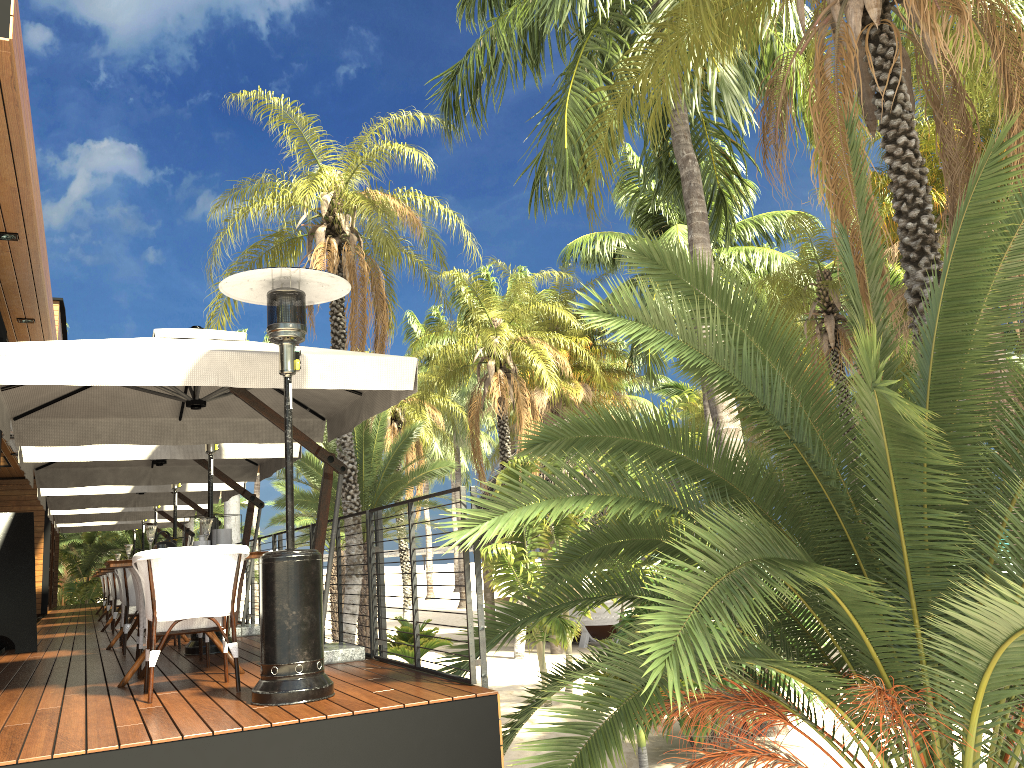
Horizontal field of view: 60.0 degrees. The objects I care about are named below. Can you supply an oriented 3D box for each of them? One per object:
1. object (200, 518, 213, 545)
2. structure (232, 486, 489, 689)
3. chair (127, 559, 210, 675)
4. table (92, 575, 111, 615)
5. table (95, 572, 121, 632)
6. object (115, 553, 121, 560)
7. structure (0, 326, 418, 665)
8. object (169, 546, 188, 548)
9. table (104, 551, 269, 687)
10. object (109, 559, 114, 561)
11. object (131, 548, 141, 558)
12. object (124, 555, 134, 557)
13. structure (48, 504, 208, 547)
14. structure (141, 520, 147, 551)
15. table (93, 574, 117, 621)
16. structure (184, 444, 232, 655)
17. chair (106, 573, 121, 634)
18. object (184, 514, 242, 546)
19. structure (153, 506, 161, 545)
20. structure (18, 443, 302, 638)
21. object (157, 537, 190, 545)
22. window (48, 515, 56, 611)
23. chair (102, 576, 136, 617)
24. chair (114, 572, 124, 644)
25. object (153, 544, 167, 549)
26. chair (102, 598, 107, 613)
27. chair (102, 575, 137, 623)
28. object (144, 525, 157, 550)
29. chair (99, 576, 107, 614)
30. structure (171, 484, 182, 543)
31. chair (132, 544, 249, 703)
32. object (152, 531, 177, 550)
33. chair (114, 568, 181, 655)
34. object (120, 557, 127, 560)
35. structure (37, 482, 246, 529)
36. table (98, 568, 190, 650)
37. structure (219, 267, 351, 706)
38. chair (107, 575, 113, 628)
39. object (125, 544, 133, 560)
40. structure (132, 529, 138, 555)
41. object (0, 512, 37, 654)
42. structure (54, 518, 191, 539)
[{"bbox_3d":[-1.946,0.975,5.649,0.082,0.228,0.082,1,-13,-24],"label":"object"},{"bbox_3d":[-5.786,3.677,16.064,0.163,1.157,26.175,2,-12,-25],"label":"structure"},{"bbox_3d":[-2.455,1.636,6.400,0.627,0.791,0.614,1,-12,-24],"label":"chair"},{"bbox_3d":[-7.863,4.162,17.643,0.931,0.752,0.928,1,-12,-25],"label":"table"},{"bbox_3d":[-4.989,2.830,11.673,0.931,0.752,0.928,1,-12,-25],"label":"table"},{"bbox_3d":[-5.296,2.394,11.909,0.082,0.228,0.082,5,-14,-36],"label":"object"},{"bbox_3d":[-2.129,0.743,5.963,2.413,2.341,2.405,1,-12,-25],"label":"structure"},{"bbox_3d":[-2.107,1.063,5.600,0.116,0.065,0.115,0,-12,-21],"label":"object"},{"bbox_3d":[-2.118,1.501,5.711,0.931,0.752,0.928,1,-12,-25],"label":"table"},{"bbox_3d":[-6.723,3.056,14.875,0.082,0.228,0.082,1,-13,-24],"label":"object"},{"bbox_3d":[-3.700,1.715,8.766,0.168,0.179,0.162,2,-13,-27],"label":"object"},{"bbox_3d":[-6.293,3.004,14.844,0.263,0.265,0.263,-8,-12,19],"label":"object"},{"bbox_3d":[-6.423,2.732,14.882,2.413,2.341,2.405,1,-12,-25],"label":"structure"},{"bbox_3d":[-6.831,3.115,16.405,0.699,2.200,0.697,5,-15,-37],"label":"structure"},{"bbox_3d":[-6.424,3.495,14.654,0.931,0.752,0.928,1,-12,-25],"label":"table"},{"bbox_3d":[-2.564,1.138,7.541,0.699,2.200,0.697,5,-15,-37],"label":"structure"},{"bbox_3d":[-4.695,2.663,10.996,0.627,0.791,0.614,1,-12,-24],"label":"chair"},{"bbox_3d":[-1.987,1.010,5.900,0.263,0.265,0.263,-8,-12,19],"label":"object"},{"bbox_3d":[-5.416,2.459,13.465,0.699,2.200,0.697,5,-15,-37],"label":"structure"},{"bbox_3d":[-3.560,1.406,8.936,2.413,2.341,2.405,1,-12,-25],"label":"structure"},{"bbox_3d":[-3.433,1.679,8.902,0.263,0.265,0.263,-8,-12,19],"label":"object"},{"bbox_3d":[-15.508,-3.788,19.374,38.330,18.031,14.468,-13,-15,40],"label":"window"},{"bbox_3d":[-6.779,3.639,15.381,0.627,0.791,0.614,1,-12,-24],"label":"chair"},{"bbox_3d":[-3.877,2.295,9.354,0.627,0.791,0.614,1,-12,-24],"label":"chair"},{"bbox_3d":[-2.201,1.047,5.540,0.086,0.086,0.086,0,-12,-21],"label":"object"},{"bbox_3d":[-8.227,4.310,18.389,0.627,0.791,0.614,1,-12,-24],"label":"chair"},{"bbox_3d":[-6.143,3.334,14.004,0.627,0.791,0.614,1,-12,-24],"label":"chair"},{"bbox_3d":[-2.418,1.061,5.931,0.082,0.228,0.082,1,-13,-24],"label":"object"},{"bbox_3d":[-7.591,4.004,17.011,0.627,0.791,0.614,1,-12,-24],"label":"chair"},{"bbox_3d":[-4.004,1.805,10.533,0.699,2.200,0.697,5,-15,-37],"label":"structure"},{"bbox_3d":[-1.798,1.321,4.980,0.627,0.791,0.614,1,-12,-24],"label":"chair"},{"bbox_3d":[-2.254,1.045,5.763,0.168,0.179,0.162,2,-13,-27],"label":"object"},{"bbox_3d":[-3.241,1.989,7.976,0.627,0.791,0.614,1,-12,-24],"label":"chair"},{"bbox_3d":[-5.135,2.378,11.742,0.163,0.179,0.167,1,-12,-24],"label":"object"},{"bbox_3d":[-4.991,2.069,11.909,2.413,2.341,2.405,1,-12,-25],"label":"structure"},{"bbox_3d":[-3.553,2.165,8.692,0.931,0.752,0.928,1,-12,-25],"label":"table"},{"bbox_3d":[-1.162,0.489,4.630,0.699,2.200,0.697,5,-15,-37],"label":"structure"},{"bbox_3d":[-5.356,2.980,12.425,0.627,0.791,0.614,1,-12,-24],"label":"chair"},{"bbox_3d":[-3.863,1.731,8.934,0.082,0.228,0.082,1,-13,-24],"label":"object"},{"bbox_3d":[-8.250,3.772,19.352,0.699,2.200,0.697,5,-15,-37],"label":"structure"},{"bbox_3d":[-5.280,2.004,8.941,0.768,1.402,0.769,6,-15,-40],"label":"object"},{"bbox_3d":[-7.854,3.395,17.854,2.413,2.341,2.405,1,-12,-25],"label":"structure"}]
